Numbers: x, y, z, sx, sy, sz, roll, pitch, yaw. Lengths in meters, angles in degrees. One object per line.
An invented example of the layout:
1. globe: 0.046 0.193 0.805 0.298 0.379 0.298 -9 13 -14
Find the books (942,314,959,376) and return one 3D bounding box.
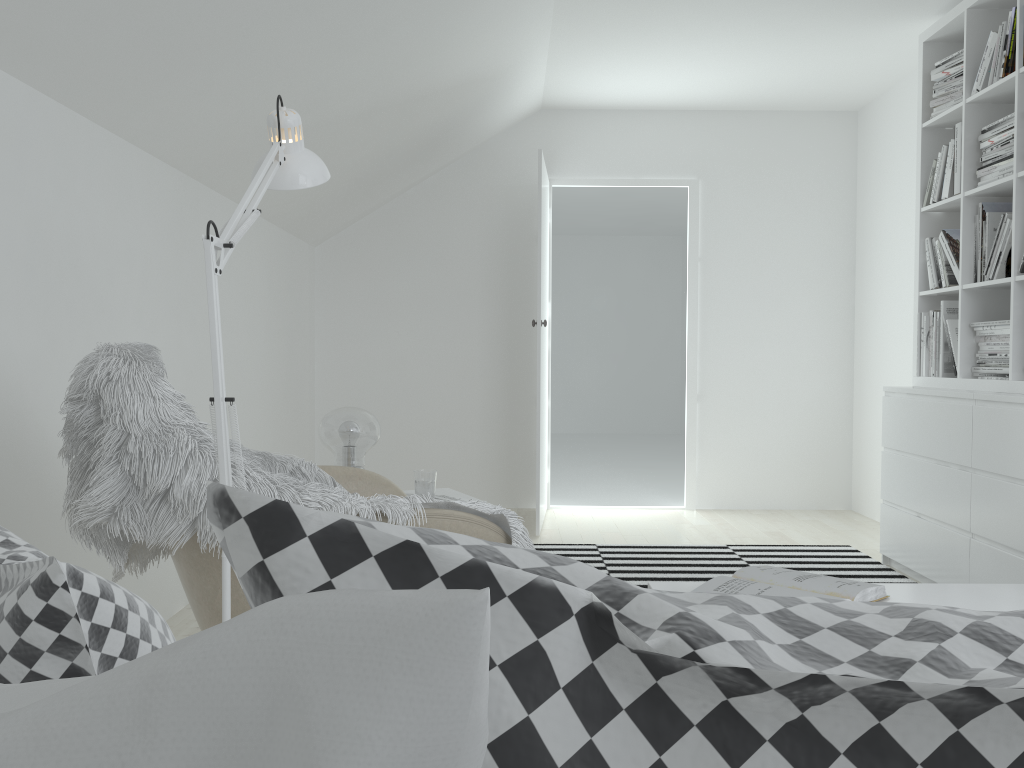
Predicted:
1. books: 1.927 -0.165 3.748 0.159 0.263 0.131 0 2 0

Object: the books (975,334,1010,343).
1. books: 1.988 -0.179 3.487 0.180 0.028 0.296 0 2 0

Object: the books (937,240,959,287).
1. books: 1.936 -0.518 3.818 0.161 0.213 0.118 0 2 0

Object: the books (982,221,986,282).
1. books: 1.975 -0.528 3.569 0.161 0.254 0.013 0 2 0

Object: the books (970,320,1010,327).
1. books: 1.961 -0.237 3.472 0.182 0.016 0.288 0 2 0

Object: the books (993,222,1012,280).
1. books: 1.991 -0.524 3.425 0.182 0.257 0.158 0 2 0

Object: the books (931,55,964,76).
1. books: 1.980 -1.378 3.803 0.176 0.025 0.331 0 2 -10

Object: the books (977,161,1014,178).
1. books: 2.001 -0.835 3.439 0.232 0.014 0.314 0 2 -1

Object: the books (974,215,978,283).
1. books: 1.965 -0.544 3.606 0.159 0.285 0.012 0 2 0

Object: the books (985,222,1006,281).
1. books: 1.968 -0.511 3.471 0.161 0.226 0.137 0 2 0

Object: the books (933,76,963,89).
1. books: 1.971 -1.301 3.812 0.161 0.012 0.254 0 2 -20

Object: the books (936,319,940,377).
1. books: 1.927 -0.157 3.857 0.161 0.256 0.013 0 2 0

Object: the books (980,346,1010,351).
1. books: 1.975 -0.139 3.456 0.167 0.017 0.263 0 2 0

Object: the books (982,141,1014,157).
1. books: 1.970 -0.912 3.440 0.161 0.012 0.254 0 2 0

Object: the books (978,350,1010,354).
1. books: 1.966 -0.125 3.463 0.161 0.012 0.254 0 2 0

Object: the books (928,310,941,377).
1. books: 1.951 -0.179 3.951 0.180 0.296 0.028 0 2 0

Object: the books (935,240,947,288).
1. books: 1.941 -0.522 3.856 0.161 0.218 0.101 0 2 0

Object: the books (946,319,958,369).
1. books: 1.931 -0.156 3.730 0.161 0.235 0.118 0 2 0

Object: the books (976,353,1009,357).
1. books: 1.972 -0.113 3.474 0.159 0.012 0.285 0 2 0

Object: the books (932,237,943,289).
1. books: 1.937 -0.530 3.885 0.152 0.232 0.104 0 2 0

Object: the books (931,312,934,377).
1. books: 1.951 -0.175 3.929 0.182 0.288 0.016 0 2 0

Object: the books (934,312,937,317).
1. books: 1.952 -0.175 3.913 0.182 0.288 0.016 0 2 0

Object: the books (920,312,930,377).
1. books: 1.934 -0.177 3.994 0.182 0.288 0.016 0 2 0

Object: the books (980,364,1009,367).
1. books: 1.972 -0.072 3.460 0.161 0.013 0.254 0 2 0

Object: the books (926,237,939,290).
1. books: 1.934 -0.532 3.917 0.172 0.235 0.112 0 2 0

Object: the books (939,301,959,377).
1. books: 1.937 -0.193 3.825 0.176 0.331 0.025 0 2 0

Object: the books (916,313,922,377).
1. books: 1.924 -0.177 4.009 0.182 0.288 0.016 0 2 0

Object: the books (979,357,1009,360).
1. books: 1.964 -0.100 3.453 0.161 0.013 0.256 0 2 0

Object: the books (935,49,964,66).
1. books: 1.972 -1.410 3.813 0.161 0.012 0.254 0 2 -10

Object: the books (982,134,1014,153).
1. books: 1.968 -0.936 3.450 0.161 0.013 0.256 0 2 5

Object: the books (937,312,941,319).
1. books: 1.936 -0.172 3.869 0.159 0.285 0.012 0 2 0

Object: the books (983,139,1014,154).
1. books: 1.976 -0.924 3.428 0.159 0.012 0.285 0 2 0

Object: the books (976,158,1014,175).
1. books: 2.002 -0.849 3.444 0.232 0.014 0.308 0 2 -3

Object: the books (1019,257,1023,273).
1. books: 1.930 -0.532 3.164 0.159 0.263 0.131 0 2 0

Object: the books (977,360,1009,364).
1. books: 1.988 -0.086 3.477 0.182 0.016 0.288 0 2 0

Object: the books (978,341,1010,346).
1. books: 1.989 -0.156 3.464 0.182 0.016 0.288 0 2 0

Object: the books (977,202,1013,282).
1. books: 1.975 -0.566 3.586 0.176 0.331 0.025 0 2 0

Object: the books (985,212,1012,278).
1. books: 1.990 -0.542 3.555 0.182 0.288 0.016 0 2 0

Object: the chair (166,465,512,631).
1. chair: -0.406 0.416 1.817 0.776 0.941 0.719 0 2 -25

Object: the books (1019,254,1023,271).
1. books: 1.934 -0.524 3.183 0.161 0.235 0.118 0 2 0

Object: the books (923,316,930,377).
1. books: 1.935 -0.169 3.975 0.174 0.273 0.021 0 2 0

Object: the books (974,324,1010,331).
1. books: 1.971 -0.221 3.467 0.182 0.016 0.288 0 2 0

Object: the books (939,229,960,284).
1. books: 1.940 -0.537 3.749 0.176 0.255 0.226 0 2 0

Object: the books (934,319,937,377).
1. books: 1.930 -0.157 3.881 0.161 0.254 0.012 0 2 0

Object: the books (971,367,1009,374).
1. books: 1.972 -0.054 3.473 0.176 0.025 0.331 0 2 0

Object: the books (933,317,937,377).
1. books: 1.938 -0.161 3.896 0.167 0.263 0.017 0 2 0

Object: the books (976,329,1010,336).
1. books: 1.972 -0.202 3.466 0.174 0.021 0.273 0 2 0

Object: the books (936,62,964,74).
1. books: 1.977 -1.360 3.815 0.161 0.013 0.254 0 2 -15

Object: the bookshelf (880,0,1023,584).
1. bookshelf: 1.924 -0.351 3.263 0.440 2.416 1.595 0 2 0

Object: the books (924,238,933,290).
1. books: 1.945 -0.536 3.961 0.172 0.239 0.093 0 2 0

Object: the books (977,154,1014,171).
1. books: 2.011 -0.862 3.441 0.251 0.012 0.312 0 2 1
